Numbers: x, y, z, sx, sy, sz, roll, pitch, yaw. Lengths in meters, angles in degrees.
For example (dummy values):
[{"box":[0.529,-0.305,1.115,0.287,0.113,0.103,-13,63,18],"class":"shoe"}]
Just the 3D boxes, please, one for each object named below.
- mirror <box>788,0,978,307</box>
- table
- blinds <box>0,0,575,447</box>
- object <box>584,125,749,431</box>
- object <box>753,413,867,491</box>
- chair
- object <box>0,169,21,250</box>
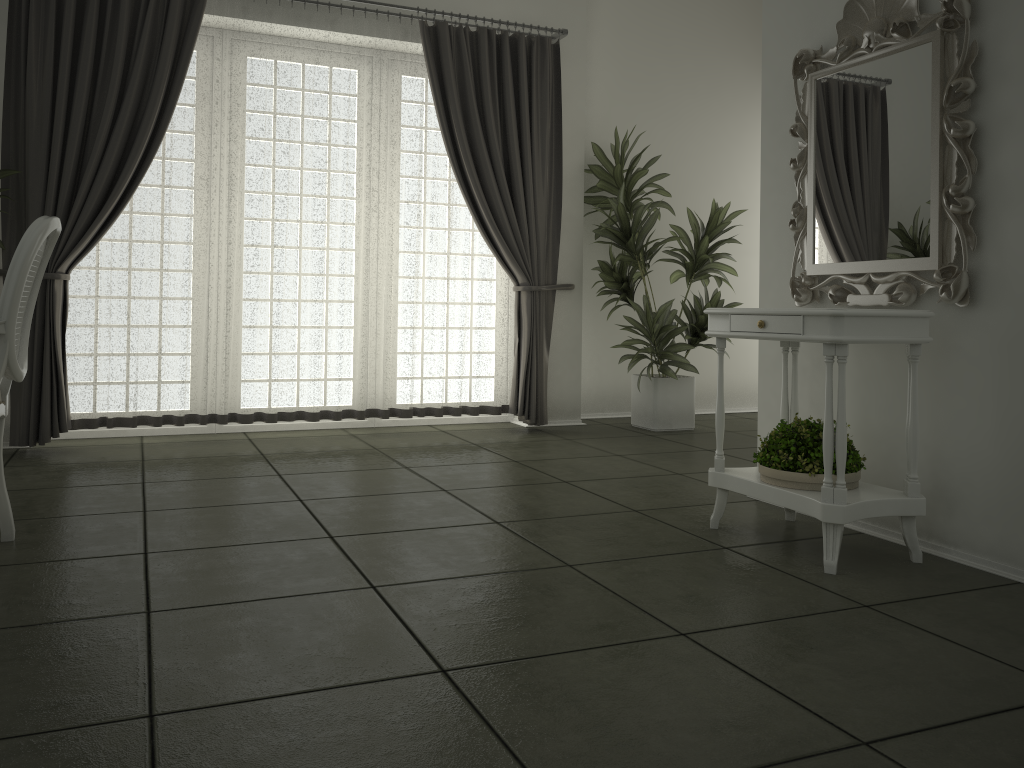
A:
[{"box":[1.289,-0.879,3.159,0.082,1.209,0.839,1,1,-23],"class":"mirror"},{"box":[1.016,0.145,3.030,0.432,0.806,0.699,1,2,-23],"class":"table"},{"box":[-1.242,-0.984,5.388,3.658,2.605,0.660,0,0,-23],"class":"blinds"},{"box":[1.055,-0.754,6.086,1.161,2.097,1.040,1,0,-5],"class":"object"},{"box":[1.023,0.219,3.034,0.374,0.232,0.347,-1,4,-27],"class":"object"},{"box":[-1.761,0.006,2.673,0.690,1.064,0.596,0,1,-23],"class":"chair"},{"box":[-3.062,-0.654,4.151,1.161,2.097,1.040,1,0,-5],"class":"object"}]
